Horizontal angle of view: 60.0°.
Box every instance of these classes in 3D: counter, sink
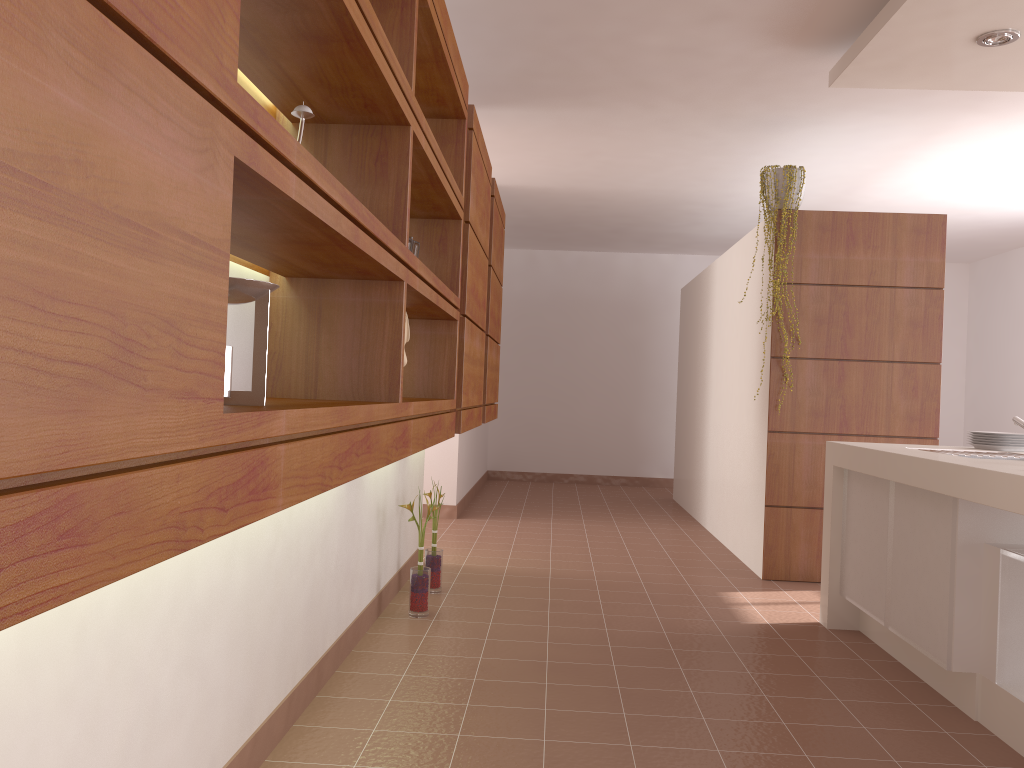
[{"bbox_3d":[1.724,0.655,2.808,0.821,0.800,2.156,2,0,3],"label":"counter"},{"bbox_3d":[1.759,0.255,3.231,0.404,0.368,0.668,2,0,3],"label":"sink"}]

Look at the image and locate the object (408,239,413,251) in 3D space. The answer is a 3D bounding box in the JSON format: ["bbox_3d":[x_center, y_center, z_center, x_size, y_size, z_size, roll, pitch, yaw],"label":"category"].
[{"bbox_3d":[-0.340,-0.379,2.721,0.054,0.165,0.065,2,0,19],"label":"object"}]

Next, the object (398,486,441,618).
[{"bbox_3d":[-0.384,0.706,3.738,0.087,0.546,0.296,2,0,19],"label":"object"}]

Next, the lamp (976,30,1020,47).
[{"bbox_3d":[1.821,-1.314,3.323,0.143,0.059,0.143,2,-1,31],"label":"lamp"}]

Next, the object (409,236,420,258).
[{"bbox_3d":[-0.323,-0.378,2.772,0.054,0.165,0.065,2,0,19],"label":"object"}]

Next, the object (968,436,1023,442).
[{"bbox_3d":[2.038,0.234,3.694,0.228,0.020,0.228,2,0,-15],"label":"object"}]

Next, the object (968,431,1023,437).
[{"bbox_3d":[2.039,0.213,3.694,0.228,0.020,0.228,2,0,-15],"label":"object"}]

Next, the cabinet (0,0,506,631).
[{"bbox_3d":[-0.555,-0.436,2.883,0.754,1.200,4.718,2,0,3],"label":"cabinet"}]

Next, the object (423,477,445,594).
[{"bbox_3d":[-0.364,0.710,4.183,0.087,0.546,0.296,2,0,3],"label":"object"}]

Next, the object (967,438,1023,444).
[{"bbox_3d":[2.038,0.244,3.694,0.228,0.020,0.228,2,0,-15],"label":"object"}]

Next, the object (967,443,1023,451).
[{"bbox_3d":[2.037,0.264,3.694,0.228,0.020,0.228,2,0,-15],"label":"object"}]

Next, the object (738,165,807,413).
[{"bbox_3d":[1.434,-0.504,4.811,0.297,1.344,0.279,3,-1,-38],"label":"object"}]

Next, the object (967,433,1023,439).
[{"bbox_3d":[2.039,0.223,3.694,0.228,0.020,0.228,2,0,-15],"label":"object"}]

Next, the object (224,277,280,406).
[{"bbox_3d":[-0.412,-0.057,1.244,0.159,0.171,0.159,2,-1,39],"label":"object"}]

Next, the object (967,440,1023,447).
[{"bbox_3d":[2.037,0.254,3.694,0.228,0.020,0.228,2,0,-15],"label":"object"}]

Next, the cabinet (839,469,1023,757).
[{"bbox_3d":[1.723,0.705,2.751,0.737,0.700,2.048,2,0,3],"label":"cabinet"}]

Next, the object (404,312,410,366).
[{"bbox_3d":[-0.360,-0.101,2.594,0.100,0.284,0.100,2,-1,33],"label":"object"}]

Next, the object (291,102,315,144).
[{"bbox_3d":[-0.403,-0.422,1.591,0.136,0.227,0.190,2,-1,35],"label":"object"}]
